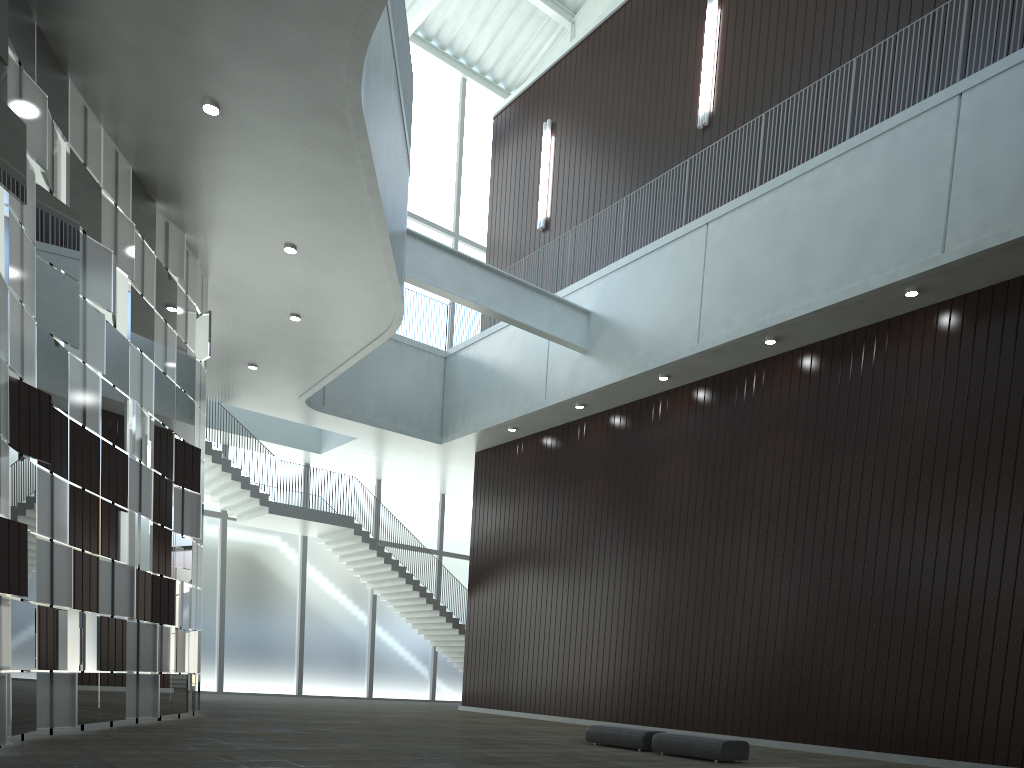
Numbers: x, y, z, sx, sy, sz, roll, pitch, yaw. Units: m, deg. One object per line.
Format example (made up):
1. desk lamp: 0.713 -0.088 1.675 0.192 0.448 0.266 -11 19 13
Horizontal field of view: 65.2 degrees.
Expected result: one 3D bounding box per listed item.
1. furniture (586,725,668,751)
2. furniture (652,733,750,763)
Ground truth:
1. furniture: 5.758 17.647 39.906 2.196 1.052 4.095 14 -21 -35
2. furniture: 8.515 16.502 36.357 2.196 1.052 4.095 14 -21 -35
